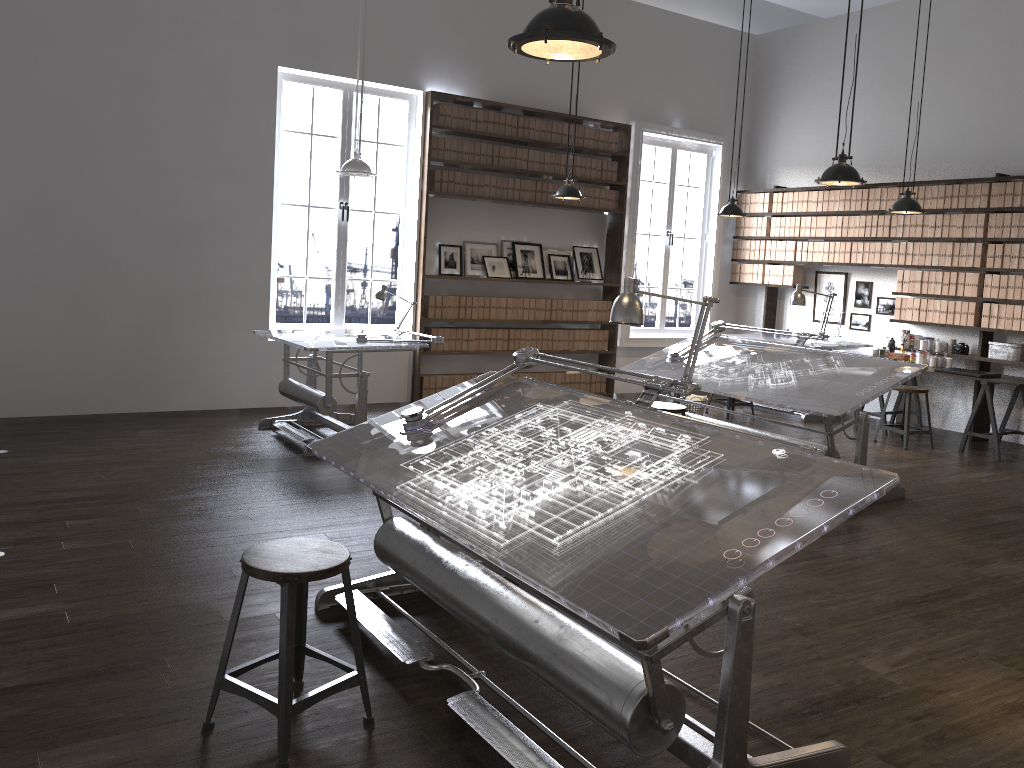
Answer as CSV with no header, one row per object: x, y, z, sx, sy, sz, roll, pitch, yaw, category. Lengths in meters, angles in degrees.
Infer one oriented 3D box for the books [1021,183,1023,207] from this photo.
4.608,-1.677,7.860,0.174,0.224,0.067,0,6,-33,books

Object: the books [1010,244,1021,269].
4.552,-1.135,7.934,0.174,0.224,0.067,-1,6,-33,books

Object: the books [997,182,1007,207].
4.487,-1.707,8.036,0.174,0.225,0.067,0,6,-33,books

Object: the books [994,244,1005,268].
4.473,-1.156,8.056,0.174,0.225,0.067,0,6,-33,books

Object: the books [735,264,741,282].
2.784,-1.337,10.690,0.174,0.225,0.067,-1,6,-33,books

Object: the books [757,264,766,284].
2.973,-1.287,10.400,0.174,0.224,0.067,-1,6,-33,books

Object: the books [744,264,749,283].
2.862,-1.317,10.575,0.174,0.224,0.067,-1,6,-33,books

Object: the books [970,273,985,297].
4.354,-0.916,8.238,0.174,0.225,0.067,-1,6,-33,books

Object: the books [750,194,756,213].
2.914,-2.137,10.504,0.174,0.224,0.067,0,6,-33,books

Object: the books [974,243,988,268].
4.374,-1.191,8.221,0.174,0.224,0.067,0,6,-33,books

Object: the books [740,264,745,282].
2.829,-1.326,10.631,0.174,0.224,0.067,0,6,-33,books

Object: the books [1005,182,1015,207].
4.525,-1.697,7.975,0.174,0.224,0.067,-1,6,-33,books

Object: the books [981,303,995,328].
4.408,-0.629,8.152,0.174,0.224,0.067,0,6,-33,books

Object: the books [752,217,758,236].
2.928,-1.852,10.467,0.174,0.225,0.067,0,6,-33,books

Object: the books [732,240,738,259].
2.756,-1.623,10.734,0.174,0.225,0.067,-1,6,-33,books

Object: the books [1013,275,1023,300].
4.570,-0.853,7.914,0.174,0.224,0.067,0,6,-33,books

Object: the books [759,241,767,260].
2.992,-1.561,10.378,0.174,0.224,0.067,-1,6,-33,books

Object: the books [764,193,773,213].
3.024,-2.106,10.324,0.174,0.224,0.067,0,6,-33,books

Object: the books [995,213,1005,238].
4.480,-1.432,8.054,0.174,0.224,0.067,-1,6,-33,books

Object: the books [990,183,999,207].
4.456,-1.717,8.091,0.174,0.224,0.067,-1,6,-33,books

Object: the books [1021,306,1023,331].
4.601,-0.578,7.856,0.174,0.224,0.067,-1,6,-33,books

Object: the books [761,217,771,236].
3.007,-1.832,10.354,0.174,0.224,0.067,-1,6,-33,books

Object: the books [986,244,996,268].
4.438,-1.167,8.121,0.174,0.224,0.067,-1,6,-33,books

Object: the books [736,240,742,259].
2.797,-1.613,10.681,0.174,0.224,0.067,0,6,-33,books

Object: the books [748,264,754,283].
2.892,-1.308,10.519,0.174,0.225,0.067,0,6,-33,books

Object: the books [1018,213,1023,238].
4.591,-1.402,7.881,0.174,0.224,0.067,-1,6,-33,books

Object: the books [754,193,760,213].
2.949,-2.127,10.445,0.174,0.224,0.067,0,6,-33,books

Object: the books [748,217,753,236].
2.896,-1.862,10.526,0.174,0.224,0.067,-1,6,-33,books

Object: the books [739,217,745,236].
2.820,-1.881,10.637,0.174,0.225,0.067,0,6,-33,books

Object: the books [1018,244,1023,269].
4.593,-1.125,7.877,0.174,0.224,0.067,0,6,-33,books

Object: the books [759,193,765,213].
2.984,-2.116,10.384,0.174,0.225,0.067,-1,6,-33,books

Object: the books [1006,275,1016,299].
4.532,-0.862,7.968,0.174,0.224,0.067,-1,6,-33,books

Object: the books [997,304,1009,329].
4.491,-0.609,8.037,0.174,0.224,0.067,-1,6,-33,books

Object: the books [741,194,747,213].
2.831,-2.157,10.620,0.174,0.224,0.067,-1,6,-33,books

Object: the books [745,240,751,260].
2.870,-1.593,10.560,0.174,0.224,0.067,-1,6,-33,books

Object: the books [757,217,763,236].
2.969,-1.843,10.414,0.174,0.224,0.067,-1,6,-33,books

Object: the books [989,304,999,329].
4.450,-0.619,8.093,0.174,0.224,0.067,0,6,-33,books

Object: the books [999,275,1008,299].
4.495,-0.871,8.018,0.174,0.225,0.067,0,6,-33,books

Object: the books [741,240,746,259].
2.835,-1.603,10.621,0.174,0.224,0.067,0,6,-33,books

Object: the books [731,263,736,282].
2.749,-1.348,10.756,0.174,0.224,0.067,0,6,-33,books

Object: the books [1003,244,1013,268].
4.518,-1.145,7.997,0.174,0.224,0.067,-1,6,-33,books

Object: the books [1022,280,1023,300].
4.605,-0.842,7.849,0.174,0.225,0.067,-1,6,-33,books

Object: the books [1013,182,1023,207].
4.567,-1.687,7.917,0.174,0.224,0.067,-1,6,-33,books

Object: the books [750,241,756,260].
2.912,-1.583,10.503,0.174,0.224,0.067,-1,6,-33,books

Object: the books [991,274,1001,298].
4.456,-0.881,8.079,0.174,0.224,0.067,-1,6,-33,books

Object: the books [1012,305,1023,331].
4.561,-0.589,7.916,0.174,0.225,0.067,0,6,-33,books

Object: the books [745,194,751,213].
2.873,-2.147,10.561,0.174,0.224,0.067,-1,6,-33,books

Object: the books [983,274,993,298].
4.420,-0.892,8.141,0.174,0.224,0.067,-1,6,-33,books

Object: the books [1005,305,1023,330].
4.526,-0.599,7.977,0.174,0.224,0.067,-1,6,-33,books

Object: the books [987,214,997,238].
4.445,-1.442,8.113,0.174,0.224,0.067,-1,6,-33,books

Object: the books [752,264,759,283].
2.931,-1.297,10.459,0.174,0.224,0.067,-1,6,-33,books

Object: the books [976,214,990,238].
4.387,-1.456,8.193,0.174,0.225,0.067,-1,6,-33,books

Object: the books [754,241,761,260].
2.947,-1.572,10.437,0.174,0.225,0.067,0,6,-33,books

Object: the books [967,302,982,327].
4.338,-0.648,8.264,0.174,0.225,0.067,-1,6,-33,books

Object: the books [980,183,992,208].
4.405,-1.729,8.164,0.174,0.224,0.067,0,6,-33,books

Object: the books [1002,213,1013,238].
4.515,-1.421,7.993,0.174,0.225,0.067,0,6,-33,books

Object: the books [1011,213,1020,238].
4.555,-1.411,7.933,0.174,0.224,0.067,-1,6,-33,books
